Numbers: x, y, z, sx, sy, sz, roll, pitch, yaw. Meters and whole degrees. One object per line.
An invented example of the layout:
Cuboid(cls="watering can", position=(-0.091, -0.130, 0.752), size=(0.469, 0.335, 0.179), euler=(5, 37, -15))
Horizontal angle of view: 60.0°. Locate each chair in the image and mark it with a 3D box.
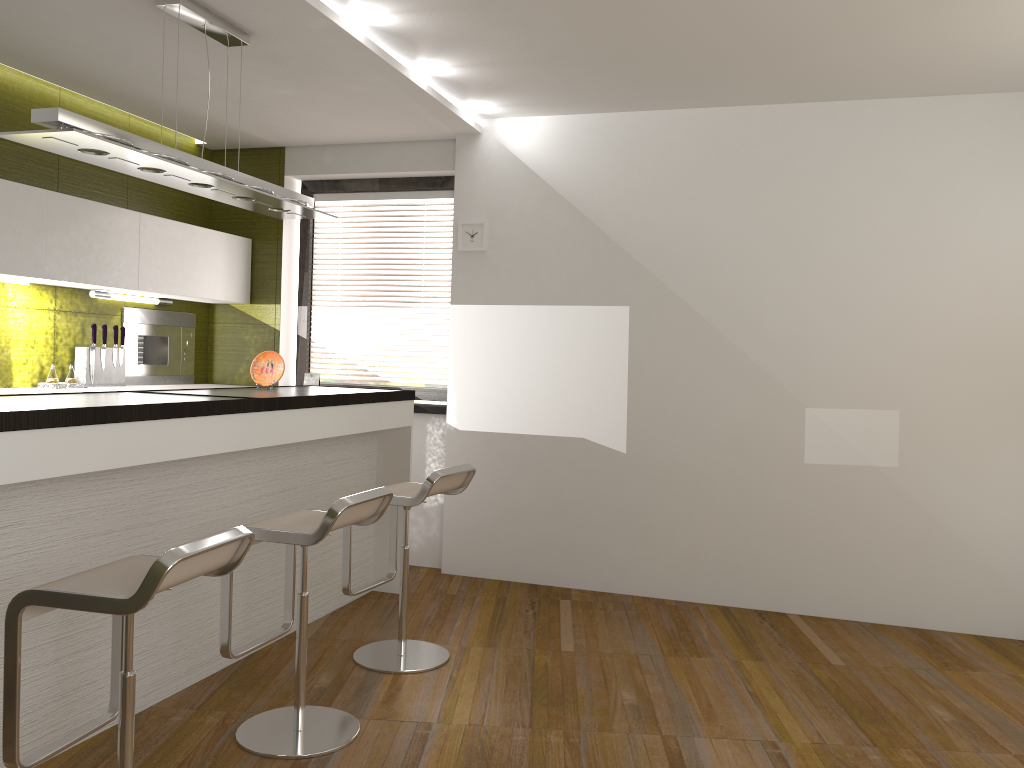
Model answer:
Cuboid(cls="chair", position=(-0.962, 0.796, 2.259), size=(0.460, 0.857, 0.418), euler=(2, 2, 13))
Cuboid(cls="chair", position=(-0.706, 0.784, 3.066), size=(0.460, 0.857, 0.418), euler=(3, 2, 18))
Cuboid(cls="chair", position=(-0.450, 0.771, 3.873), size=(0.460, 0.857, 0.418), euler=(3, 2, 23))

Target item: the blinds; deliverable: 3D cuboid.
Cuboid(cls="blinds", position=(-2.631, -3.306, 9.485), size=(16.000, 12.704, 9.030), euler=(1, 2, -33))

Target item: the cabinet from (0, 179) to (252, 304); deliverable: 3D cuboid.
Cuboid(cls="cabinet", position=(-2.513, 0.069, 4.348), size=(0.724, 2.089, 3.471), euler=(3, 2, 18))

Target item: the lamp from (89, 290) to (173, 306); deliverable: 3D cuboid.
Cuboid(cls="lamp", position=(-2.253, -0.508, 5.282), size=(0.095, 0.041, 0.716), euler=(3, 2, 17))

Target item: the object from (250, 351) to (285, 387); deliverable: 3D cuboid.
Cuboid(cls="object", position=(-1.214, -0.076, 4.409), size=(0.184, 0.178, 0.055), euler=(2, 2, 14))

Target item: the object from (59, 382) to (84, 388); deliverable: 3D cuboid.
Cuboid(cls="object", position=(-2.374, 0.008, 4.775), size=(0.107, 0.032, 0.107), euler=(3, 2, 29))

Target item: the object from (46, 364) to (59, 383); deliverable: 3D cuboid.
Cuboid(cls="object", position=(-2.402, -0.044, 4.639), size=(0.059, 0.121, 0.059), euler=(1, 2, -26))

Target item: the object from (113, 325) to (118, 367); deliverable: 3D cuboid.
Cuboid(cls="object", position=(-2.243, -0.211, 5.010), size=(0.013, 0.243, 0.036), euler=(3, 2, 18))

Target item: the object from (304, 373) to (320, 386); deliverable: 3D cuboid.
Cuboid(cls="object", position=(-1.316, 0.014, 5.827), size=(0.106, 0.169, 0.057), euler=(2, 2, 12))

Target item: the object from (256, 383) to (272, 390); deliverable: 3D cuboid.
Cuboid(cls="object", position=(-1.215, -0.038, 4.409), size=(0.088, 0.131, 0.072), euler=(2, 2, 13))

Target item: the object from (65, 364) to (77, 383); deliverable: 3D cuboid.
Cuboid(cls="object", position=(-2.372, -0.047, 4.774), size=(0.059, 0.121, 0.059), euler=(2, 2, -15))

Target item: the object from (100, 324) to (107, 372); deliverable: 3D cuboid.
Cuboid(cls="object", position=(-2.270, -0.200, 4.926), size=(0.013, 0.264, 0.042), euler=(3, 2, 18))

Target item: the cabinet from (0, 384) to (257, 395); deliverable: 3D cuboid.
Cuboid(cls="cabinet", position=(-2.333, 0.571, 4.578), size=(0.465, 1.086, 2.940), euler=(3, 2, 18))

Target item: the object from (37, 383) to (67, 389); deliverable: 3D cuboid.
Cuboid(cls="object", position=(-2.405, 0.010, 4.640), size=(0.107, 0.032, 0.107), euler=(3, 2, 18))

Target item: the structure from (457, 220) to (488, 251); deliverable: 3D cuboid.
Cuboid(cls="structure", position=(-0.236, -0.888, 5.320), size=(0.180, 0.180, 0.026), euler=(3, 2, 18))

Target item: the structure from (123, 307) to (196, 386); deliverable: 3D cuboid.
Cuboid(cls="structure", position=(-2.208, -0.226, 5.577), size=(0.015, 0.469, 0.663), euler=(3, 2, 18))

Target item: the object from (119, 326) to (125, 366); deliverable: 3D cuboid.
Cuboid(cls="object", position=(-2.227, -0.214, 5.058), size=(0.013, 0.231, 0.040), euler=(3, 2, 18))

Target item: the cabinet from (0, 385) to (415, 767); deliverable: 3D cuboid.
Cuboid(cls="cabinet", position=(-1.317, 0.608, 3.617), size=(0.663, 1.134, 2.947), euler=(3, 2, 18))

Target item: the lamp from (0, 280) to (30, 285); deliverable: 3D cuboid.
Cuboid(cls="lamp", position=(-2.562, -0.516, 4.452), size=(0.008, 0.008, 0.334), euler=(3, 2, 18))

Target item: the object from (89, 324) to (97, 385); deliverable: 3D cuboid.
Cuboid(cls="object", position=(-2.296, -0.161, 4.851), size=(0.013, 0.339, 0.046), euler=(3, 2, 18))

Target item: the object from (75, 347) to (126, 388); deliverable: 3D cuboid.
Cuboid(cls="object", position=(-2.304, -0.091, 4.967), size=(0.107, 0.227, 0.293), euler=(3, 2, 18))

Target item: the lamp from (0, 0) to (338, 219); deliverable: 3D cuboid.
Cuboid(cls="lamp", position=(-1.256, -1.148, 3.608), size=(0.326, 0.683, 1.677), euler=(3, 2, 18))
